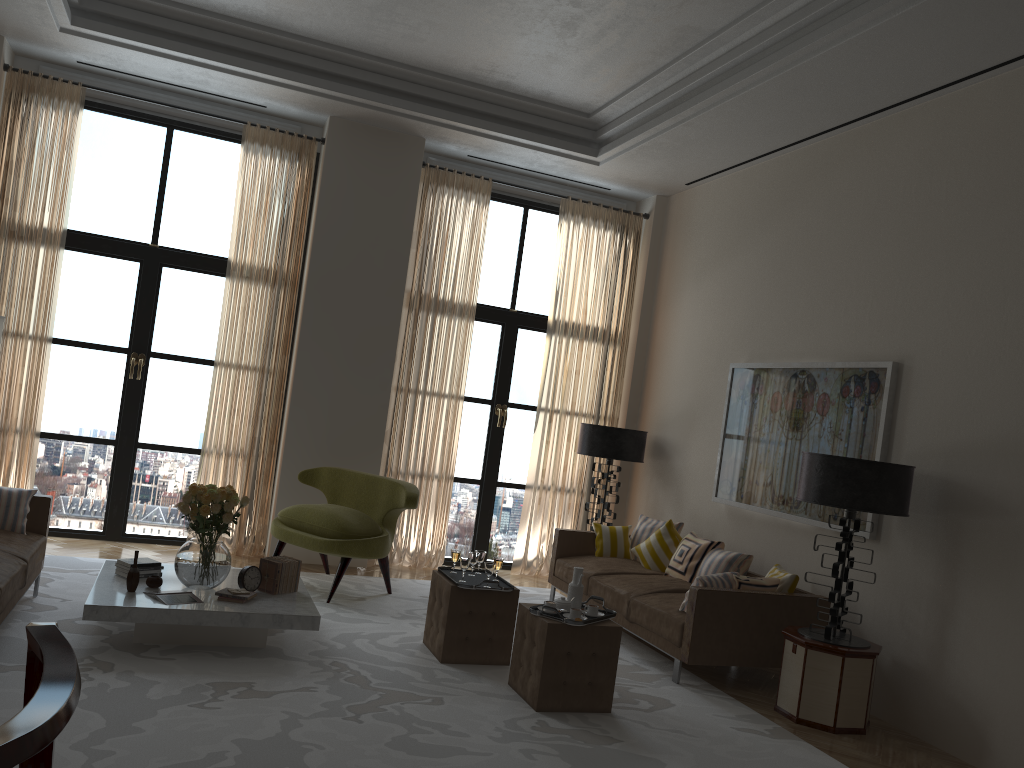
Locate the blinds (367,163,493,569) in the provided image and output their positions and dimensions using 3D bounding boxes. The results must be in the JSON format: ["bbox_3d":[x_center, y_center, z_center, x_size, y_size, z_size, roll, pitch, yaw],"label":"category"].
[{"bbox_3d":[-0.984,-0.151,10.791,0.961,4.873,0.419,8,0,-18],"label":"blinds"}]

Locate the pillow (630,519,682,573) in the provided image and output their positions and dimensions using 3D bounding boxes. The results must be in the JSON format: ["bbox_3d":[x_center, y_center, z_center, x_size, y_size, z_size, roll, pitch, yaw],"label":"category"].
[{"bbox_3d":[1.623,1.750,9.488,0.766,0.617,0.356,7,-1,24],"label":"pillow"}]

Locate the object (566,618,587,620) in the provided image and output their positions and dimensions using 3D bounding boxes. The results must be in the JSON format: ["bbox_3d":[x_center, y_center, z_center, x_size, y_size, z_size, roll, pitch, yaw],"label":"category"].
[{"bbox_3d":[0.447,1.643,6.191,0.187,0.015,0.041,9,-2,-33],"label":"object"}]

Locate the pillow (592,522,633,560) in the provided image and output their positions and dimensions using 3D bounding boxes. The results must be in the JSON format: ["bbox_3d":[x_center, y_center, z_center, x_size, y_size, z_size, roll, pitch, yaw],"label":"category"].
[{"bbox_3d":[1.132,1.776,9.893,0.483,0.433,0.318,8,-1,-10],"label":"pillow"}]

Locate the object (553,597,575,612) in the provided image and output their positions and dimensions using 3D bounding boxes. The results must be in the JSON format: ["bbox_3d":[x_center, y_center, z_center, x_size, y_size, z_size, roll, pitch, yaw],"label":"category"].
[{"bbox_3d":[0.369,1.604,6.489,0.176,0.105,0.136,8,-2,-24],"label":"object"}]

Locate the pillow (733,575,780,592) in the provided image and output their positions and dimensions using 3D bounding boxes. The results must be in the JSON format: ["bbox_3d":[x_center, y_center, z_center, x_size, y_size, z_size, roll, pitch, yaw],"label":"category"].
[{"bbox_3d":[2.015,1.836,7.607,0.465,0.412,0.303,8,-1,-22],"label":"pillow"}]

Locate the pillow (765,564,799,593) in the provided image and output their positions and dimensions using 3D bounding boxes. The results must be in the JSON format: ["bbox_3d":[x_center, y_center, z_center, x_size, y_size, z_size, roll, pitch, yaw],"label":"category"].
[{"bbox_3d":[2.300,1.850,7.804,0.296,0.475,0.516,8,-1,2],"label":"pillow"}]

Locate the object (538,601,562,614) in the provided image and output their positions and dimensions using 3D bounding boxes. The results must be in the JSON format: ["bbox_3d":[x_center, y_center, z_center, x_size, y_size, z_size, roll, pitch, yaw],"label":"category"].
[{"bbox_3d":[0.274,1.591,6.327,0.176,0.067,0.175,10,-3,-44],"label":"object"}]

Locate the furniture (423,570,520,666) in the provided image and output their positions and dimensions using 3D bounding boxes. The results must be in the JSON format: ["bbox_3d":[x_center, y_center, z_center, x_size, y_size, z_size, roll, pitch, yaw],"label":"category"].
[{"bbox_3d":[-0.342,1.907,7.255,0.614,0.616,0.613,8,-1,-20],"label":"furniture"}]

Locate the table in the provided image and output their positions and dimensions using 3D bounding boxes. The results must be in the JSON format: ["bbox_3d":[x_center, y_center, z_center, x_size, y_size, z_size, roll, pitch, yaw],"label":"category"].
[{"bbox_3d":[-2.412,1.751,6.924,1.586,0.343,1.499,9,-2,-20],"label":"table"}]

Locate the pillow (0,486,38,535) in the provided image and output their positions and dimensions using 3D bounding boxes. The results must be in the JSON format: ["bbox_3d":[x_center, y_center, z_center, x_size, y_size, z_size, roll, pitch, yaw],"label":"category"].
[{"bbox_3d":[-4.014,0.985,6.967,0.499,0.428,0.326,9,-1,-32],"label":"pillow"}]

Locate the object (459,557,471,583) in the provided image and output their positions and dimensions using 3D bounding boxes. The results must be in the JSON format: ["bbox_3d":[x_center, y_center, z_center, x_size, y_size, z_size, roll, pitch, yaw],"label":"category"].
[{"bbox_3d":[-0.384,1.485,7.081,0.098,0.191,0.098,8,-1,6],"label":"object"}]

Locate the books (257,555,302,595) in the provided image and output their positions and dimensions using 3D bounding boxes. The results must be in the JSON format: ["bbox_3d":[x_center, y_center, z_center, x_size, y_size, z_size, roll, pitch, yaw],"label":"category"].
[{"bbox_3d":[-1.867,1.528,7.103,0.210,0.264,0.282,7,-1,30],"label":"books"}]

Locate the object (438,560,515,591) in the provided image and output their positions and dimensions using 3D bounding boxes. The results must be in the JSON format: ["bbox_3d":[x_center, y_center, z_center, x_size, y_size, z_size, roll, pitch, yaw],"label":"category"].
[{"bbox_3d":[-0.299,1.562,7.252,0.491,0.092,0.801,9,-2,-20],"label":"object"}]

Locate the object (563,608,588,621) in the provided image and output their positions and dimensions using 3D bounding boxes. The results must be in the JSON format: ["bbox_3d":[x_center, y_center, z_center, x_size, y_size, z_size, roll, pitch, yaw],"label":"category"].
[{"bbox_3d":[0.448,1.624,6.258,0.176,0.067,0.176,8,-2,-18],"label":"object"}]

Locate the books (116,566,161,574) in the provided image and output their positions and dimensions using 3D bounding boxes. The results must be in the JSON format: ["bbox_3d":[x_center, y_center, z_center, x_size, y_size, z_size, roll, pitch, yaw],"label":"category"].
[{"bbox_3d":[-2.927,1.454,6.949,0.207,0.024,0.263,6,-2,33],"label":"books"}]

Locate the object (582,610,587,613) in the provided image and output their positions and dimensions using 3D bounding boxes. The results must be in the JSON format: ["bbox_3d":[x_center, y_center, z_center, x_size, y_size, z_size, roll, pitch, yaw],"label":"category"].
[{"bbox_3d":[0.547,1.671,6.525,0.041,0.015,0.187,7,-2,22],"label":"object"}]

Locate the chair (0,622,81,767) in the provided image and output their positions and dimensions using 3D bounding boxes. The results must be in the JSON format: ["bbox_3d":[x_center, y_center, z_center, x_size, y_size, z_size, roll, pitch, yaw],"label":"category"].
[{"bbox_3d":[-1.165,1.130,1.193,0.879,1.505,0.655,8,-1,-20],"label":"chair"}]

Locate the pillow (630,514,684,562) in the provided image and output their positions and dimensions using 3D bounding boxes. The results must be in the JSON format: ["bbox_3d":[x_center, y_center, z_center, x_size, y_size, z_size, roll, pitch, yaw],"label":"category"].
[{"bbox_3d":[1.560,1.772,9.888,0.356,0.576,0.622,9,-1,-41],"label":"pillow"}]

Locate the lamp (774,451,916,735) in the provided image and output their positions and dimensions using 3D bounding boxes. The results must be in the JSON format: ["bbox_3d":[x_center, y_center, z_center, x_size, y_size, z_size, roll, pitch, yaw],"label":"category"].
[{"bbox_3d":[2.539,1.578,6.856,0.830,2.018,0.829,8,-1,-19],"label":"lamp"}]

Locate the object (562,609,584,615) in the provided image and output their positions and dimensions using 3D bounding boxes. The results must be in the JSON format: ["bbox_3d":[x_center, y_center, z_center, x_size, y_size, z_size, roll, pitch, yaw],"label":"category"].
[{"bbox_3d":[0.429,1.634,6.357,0.186,0.026,0.041,8,-2,-12],"label":"object"}]

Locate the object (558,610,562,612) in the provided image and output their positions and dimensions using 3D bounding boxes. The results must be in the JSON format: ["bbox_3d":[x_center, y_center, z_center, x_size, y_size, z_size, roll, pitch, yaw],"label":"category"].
[{"bbox_3d":[0.324,1.615,6.289,0.052,0.027,0.080,7,-2,27],"label":"object"}]

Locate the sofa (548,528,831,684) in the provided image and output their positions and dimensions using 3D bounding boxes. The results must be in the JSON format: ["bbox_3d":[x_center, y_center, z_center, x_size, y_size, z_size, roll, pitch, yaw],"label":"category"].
[{"bbox_3d":[1.539,2.123,8.731,1.353,0.819,2.977,8,-2,-20],"label":"sofa"}]

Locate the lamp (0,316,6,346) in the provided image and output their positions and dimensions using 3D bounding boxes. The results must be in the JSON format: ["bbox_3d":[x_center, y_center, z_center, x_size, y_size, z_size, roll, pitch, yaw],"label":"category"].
[{"bbox_3d":[-5.138,0.449,7.955,0.766,2.254,0.769,7,-1,33],"label":"lamp"}]

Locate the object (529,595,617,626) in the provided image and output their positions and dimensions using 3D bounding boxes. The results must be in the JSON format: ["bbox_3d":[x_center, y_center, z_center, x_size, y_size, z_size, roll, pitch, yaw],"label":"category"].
[{"bbox_3d":[0.451,1.624,6.431,0.440,0.101,0.722,6,-2,34],"label":"object"}]

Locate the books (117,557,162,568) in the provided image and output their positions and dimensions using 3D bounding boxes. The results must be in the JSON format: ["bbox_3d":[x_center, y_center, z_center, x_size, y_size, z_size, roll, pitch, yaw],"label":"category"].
[{"bbox_3d":[-2.925,1.402,6.953,0.206,0.030,0.260,6,-3,37],"label":"books"}]

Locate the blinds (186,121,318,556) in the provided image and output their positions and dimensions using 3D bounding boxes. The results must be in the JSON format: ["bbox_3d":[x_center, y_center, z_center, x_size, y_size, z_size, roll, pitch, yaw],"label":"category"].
[{"bbox_3d":[-2.938,-0.444,10.075,0.875,4.873,0.418,8,0,-17],"label":"blinds"}]

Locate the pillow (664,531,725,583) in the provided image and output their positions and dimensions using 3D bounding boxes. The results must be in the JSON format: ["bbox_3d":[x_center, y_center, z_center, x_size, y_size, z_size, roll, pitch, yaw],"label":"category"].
[{"bbox_3d":[1.833,1.799,8.962,0.404,0.547,0.617,8,-1,-17],"label":"pillow"}]

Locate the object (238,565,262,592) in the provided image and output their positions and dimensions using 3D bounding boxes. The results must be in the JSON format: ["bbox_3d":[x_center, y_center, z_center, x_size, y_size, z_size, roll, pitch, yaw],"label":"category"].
[{"bbox_3d":[-2.046,1.523,6.928,0.082,0.209,0.205,7,-1,31],"label":"object"}]

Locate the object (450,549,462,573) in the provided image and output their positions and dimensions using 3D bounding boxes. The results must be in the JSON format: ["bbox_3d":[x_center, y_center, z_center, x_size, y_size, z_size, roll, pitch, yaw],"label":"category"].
[{"bbox_3d":[-0.478,1.485,7.415,0.098,0.191,0.098,8,-1,-37],"label":"object"}]

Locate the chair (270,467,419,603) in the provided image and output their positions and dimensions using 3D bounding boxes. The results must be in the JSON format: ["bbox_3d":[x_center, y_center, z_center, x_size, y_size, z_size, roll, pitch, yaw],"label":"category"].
[{"bbox_3d":[-1.825,1.502,9.018,1.787,1.213,1.031,7,-2,38],"label":"chair"}]

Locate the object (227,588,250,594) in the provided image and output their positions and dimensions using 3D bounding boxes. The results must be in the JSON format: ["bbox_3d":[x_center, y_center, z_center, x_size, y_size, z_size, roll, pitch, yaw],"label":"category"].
[{"bbox_3d":[-2.060,1.561,6.681,0.139,0.019,0.137,9,-2,-36],"label":"object"}]

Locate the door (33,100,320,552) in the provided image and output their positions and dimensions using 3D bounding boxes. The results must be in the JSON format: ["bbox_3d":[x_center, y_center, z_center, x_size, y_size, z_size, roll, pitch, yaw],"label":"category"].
[{"bbox_3d":[-4.103,-0.598,9.889,3.262,4.766,0.239,8,-1,-20],"label":"door"}]

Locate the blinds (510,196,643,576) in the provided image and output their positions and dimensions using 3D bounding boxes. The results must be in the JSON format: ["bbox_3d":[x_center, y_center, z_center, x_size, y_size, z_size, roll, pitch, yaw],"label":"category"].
[{"bbox_3d":[0.856,0.125,11.462,1.243,4.873,0.418,8,0,-18],"label":"blinds"}]

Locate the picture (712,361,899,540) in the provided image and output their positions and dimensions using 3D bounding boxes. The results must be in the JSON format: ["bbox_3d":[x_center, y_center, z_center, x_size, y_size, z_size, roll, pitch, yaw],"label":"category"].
[{"bbox_3d":[2.665,0.534,8.372,0.080,1.480,2.264,8,-2,-21],"label":"picture"}]

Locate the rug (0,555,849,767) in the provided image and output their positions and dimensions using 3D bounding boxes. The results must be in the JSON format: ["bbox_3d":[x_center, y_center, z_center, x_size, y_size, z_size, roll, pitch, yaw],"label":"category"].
[{"bbox_3d":[-1.118,2.067,6.969,5.525,0.065,5.727,9,-2,-20],"label":"rug"}]

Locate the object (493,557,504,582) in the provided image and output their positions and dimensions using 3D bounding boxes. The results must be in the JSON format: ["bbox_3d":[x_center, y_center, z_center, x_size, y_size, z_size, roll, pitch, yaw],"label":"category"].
[{"bbox_3d":[-0.122,1.530,7.310,0.098,0.191,0.098,8,-1,6],"label":"object"}]

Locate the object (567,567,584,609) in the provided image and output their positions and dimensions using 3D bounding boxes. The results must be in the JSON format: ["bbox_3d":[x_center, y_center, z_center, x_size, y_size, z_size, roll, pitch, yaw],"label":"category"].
[{"bbox_3d":[0.477,1.523,6.619,0.113,0.305,0.126,8,-1,17],"label":"object"}]

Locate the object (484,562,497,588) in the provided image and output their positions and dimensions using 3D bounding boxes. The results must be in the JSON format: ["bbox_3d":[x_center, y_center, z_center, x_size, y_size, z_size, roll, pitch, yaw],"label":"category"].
[{"bbox_3d":[-0.183,1.509,6.988,0.098,0.191,0.098,8,-1,-20],"label":"object"}]

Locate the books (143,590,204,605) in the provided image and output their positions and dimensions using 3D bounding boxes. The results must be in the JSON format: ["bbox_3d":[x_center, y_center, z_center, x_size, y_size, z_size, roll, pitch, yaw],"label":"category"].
[{"bbox_3d":[-2.462,1.536,6.447,0.383,0.038,0.281,6,-3,43],"label":"books"}]

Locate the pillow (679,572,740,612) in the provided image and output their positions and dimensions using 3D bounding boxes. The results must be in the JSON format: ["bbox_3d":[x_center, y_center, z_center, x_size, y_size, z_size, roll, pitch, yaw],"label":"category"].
[{"bbox_3d":[1.663,1.781,7.516,0.499,0.428,0.326,9,-1,-32],"label":"pillow"}]

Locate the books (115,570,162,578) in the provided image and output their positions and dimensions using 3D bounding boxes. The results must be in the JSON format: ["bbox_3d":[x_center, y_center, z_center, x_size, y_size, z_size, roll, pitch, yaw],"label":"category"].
[{"bbox_3d":[-2.932,1.484,6.961,0.207,0.035,0.281,6,-3,37],"label":"books"}]

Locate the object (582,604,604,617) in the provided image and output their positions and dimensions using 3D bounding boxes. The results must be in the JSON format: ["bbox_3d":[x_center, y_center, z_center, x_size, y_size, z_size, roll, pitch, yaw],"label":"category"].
[{"bbox_3d":[0.590,1.653,6.472,0.176,0.067,0.176,8,-2,-21],"label":"object"}]

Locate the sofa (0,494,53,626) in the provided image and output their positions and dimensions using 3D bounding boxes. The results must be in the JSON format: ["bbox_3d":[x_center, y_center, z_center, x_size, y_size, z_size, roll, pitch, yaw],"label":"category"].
[{"bbox_3d":[-3.974,1.261,5.748,1.353,0.819,2.977,8,-2,-20],"label":"sofa"}]

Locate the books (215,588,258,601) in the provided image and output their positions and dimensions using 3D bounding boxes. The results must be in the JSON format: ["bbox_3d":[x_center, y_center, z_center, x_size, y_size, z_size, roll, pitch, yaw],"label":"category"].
[{"bbox_3d":[-2.072,1.580,6.671,0.255,0.026,0.202,8,-2,5],"label":"books"}]

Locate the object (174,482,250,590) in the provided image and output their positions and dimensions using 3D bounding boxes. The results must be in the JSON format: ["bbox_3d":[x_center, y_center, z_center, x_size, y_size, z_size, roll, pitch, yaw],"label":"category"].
[{"bbox_3d":[-2.334,1.185,6.866,0.540,0.821,0.626,8,-1,-24],"label":"object"}]

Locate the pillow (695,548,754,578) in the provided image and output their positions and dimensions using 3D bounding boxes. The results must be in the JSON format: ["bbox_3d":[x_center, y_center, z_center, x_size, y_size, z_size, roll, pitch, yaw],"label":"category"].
[{"bbox_3d":[2.009,1.875,8.624,0.371,0.565,0.659,8,-1,-24],"label":"pillow"}]

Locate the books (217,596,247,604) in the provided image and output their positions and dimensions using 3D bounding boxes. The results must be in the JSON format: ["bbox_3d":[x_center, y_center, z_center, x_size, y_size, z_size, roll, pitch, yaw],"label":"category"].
[{"bbox_3d":[-2.085,1.602,6.666,0.197,0.024,0.256,8,-2,-2],"label":"books"}]

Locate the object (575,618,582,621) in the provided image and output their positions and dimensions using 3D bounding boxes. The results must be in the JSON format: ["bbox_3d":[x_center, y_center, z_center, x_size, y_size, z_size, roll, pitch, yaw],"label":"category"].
[{"bbox_3d":[0.463,1.643,6.160,0.053,0.025,0.049,8,-2,-18],"label":"object"}]

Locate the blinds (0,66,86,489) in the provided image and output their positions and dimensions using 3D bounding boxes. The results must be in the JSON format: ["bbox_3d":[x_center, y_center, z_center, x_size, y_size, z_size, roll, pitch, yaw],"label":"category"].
[{"bbox_3d":[-5.167,-0.773,9.260,0.781,4.885,0.419,8,0,-18],"label":"blinds"}]

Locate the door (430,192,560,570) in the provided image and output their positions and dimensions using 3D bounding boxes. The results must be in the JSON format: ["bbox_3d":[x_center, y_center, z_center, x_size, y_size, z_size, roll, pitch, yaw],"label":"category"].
[{"bbox_3d":[-0.103,0.002,11.352,3.090,4.766,0.239,8,-1,-20],"label":"door"}]

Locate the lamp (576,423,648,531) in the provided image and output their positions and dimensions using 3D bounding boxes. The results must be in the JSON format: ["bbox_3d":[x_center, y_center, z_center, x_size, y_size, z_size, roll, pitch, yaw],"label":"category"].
[{"bbox_3d":[1.114,1.528,10.836,0.830,2.018,0.829,8,-1,-15],"label":"lamp"}]

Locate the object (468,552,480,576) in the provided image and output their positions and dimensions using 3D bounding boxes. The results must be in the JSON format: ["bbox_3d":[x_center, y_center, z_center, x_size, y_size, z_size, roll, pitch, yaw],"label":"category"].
[{"bbox_3d":[-0.325,1.505,7.394,0.098,0.191,0.098,8,-1,-20],"label":"object"}]

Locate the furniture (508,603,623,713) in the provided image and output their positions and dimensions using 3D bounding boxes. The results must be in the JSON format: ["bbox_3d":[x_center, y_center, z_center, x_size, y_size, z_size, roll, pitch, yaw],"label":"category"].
[{"bbox_3d":[0.375,1.975,6.421,0.614,0.616,0.613,8,-1,-20],"label":"furniture"}]

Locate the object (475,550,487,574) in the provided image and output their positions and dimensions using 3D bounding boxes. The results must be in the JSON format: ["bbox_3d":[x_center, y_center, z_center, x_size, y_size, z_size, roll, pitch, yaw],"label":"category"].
[{"bbox_3d":[-0.276,1.516,7.528,0.098,0.191,0.098,7,-1,27],"label":"object"}]

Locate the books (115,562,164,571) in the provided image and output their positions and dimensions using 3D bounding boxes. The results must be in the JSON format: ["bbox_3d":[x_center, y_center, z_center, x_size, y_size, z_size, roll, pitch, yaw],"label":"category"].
[{"bbox_3d":[-2.926,1.430,6.962,0.229,0.024,0.281,6,-3,35],"label":"books"}]
